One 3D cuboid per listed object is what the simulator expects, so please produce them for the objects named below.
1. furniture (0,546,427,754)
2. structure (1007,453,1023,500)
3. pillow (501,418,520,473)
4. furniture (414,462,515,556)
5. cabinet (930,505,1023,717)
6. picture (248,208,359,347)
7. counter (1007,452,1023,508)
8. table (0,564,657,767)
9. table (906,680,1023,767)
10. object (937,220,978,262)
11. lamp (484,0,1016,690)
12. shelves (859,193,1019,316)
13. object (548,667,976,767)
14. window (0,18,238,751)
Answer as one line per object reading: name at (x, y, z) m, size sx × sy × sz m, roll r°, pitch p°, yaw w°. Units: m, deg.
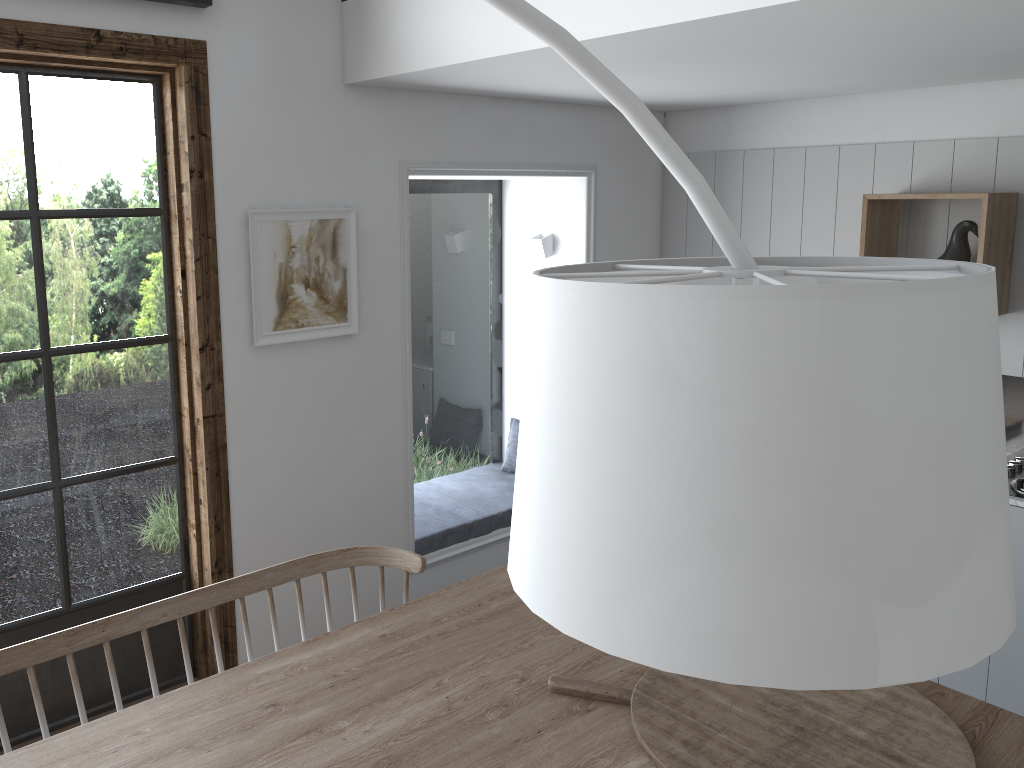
furniture at (-0.687, 0.955, 1.927) m, size 1.329 × 0.804 × 0.562 m, roll -10°, pitch 14°, yaw -41°
structure at (2.060, 0.358, 2.839) m, size 0.541 × 0.048 × 1.015 m, roll -11°, pitch 16°, yaw -41°
pillow at (0.118, 0.352, 4.512) m, size 0.177 × 0.291 × 0.416 m, roll -9°, pitch 14°, yaw -41°
furniture at (-0.233, 0.566, 4.260) m, size 1.027 × 0.114 × 0.615 m, roll -11°, pitch 16°, yaw -41°
cabinet at (2.469, 0.949, 2.048) m, size 0.010 × 0.741 × 6.321 m, roll -8°, pitch 14°, yaw -41°
picture at (-0.747, -0.393, 3.183) m, size 0.424 × 0.467 × 0.031 m, roll -10°, pitch 13°, yaw -41°
counter at (2.675, 0.529, 2.170) m, size 0.566 × 0.020 × 6.324 m, roll -11°, pitch 16°, yaw -41°
table at (-0.249, 1.044, 1.636) m, size 1.995 × 0.743 × 0.966 m, roll -11°, pitch 15°, yaw -41°
table at (0.399, 1.188, 0.932) m, size 1.995 × 0.743 × 0.966 m, roll -11°, pitch 15°, yaw -41°
object at (1.613, -0.467, 3.417) m, size 0.136 × 0.331 × 0.345 m, roll -8°, pitch 13°, yaw -40°
lamp at (-2.112, 0.661, 0.509) m, size 5.147 × 2.008 × 0.891 m, roll -4°, pitch 10°, yaw -15°
shelves at (2.704, -0.290, 2.207) m, size 0.293 × 0.791 × 3.694 m, roll -9°, pitch 14°, yaw -41°
object at (0.490, 0.644, 1.646) m, size 0.666 × 0.023 × 0.612 m, roll -5°, pitch 13°, yaw -19°
window at (-3.002, 0.373, 1.368) m, size 5.278 × 2.238 × 0.166 m, roll -11°, pitch 14°, yaw -41°
